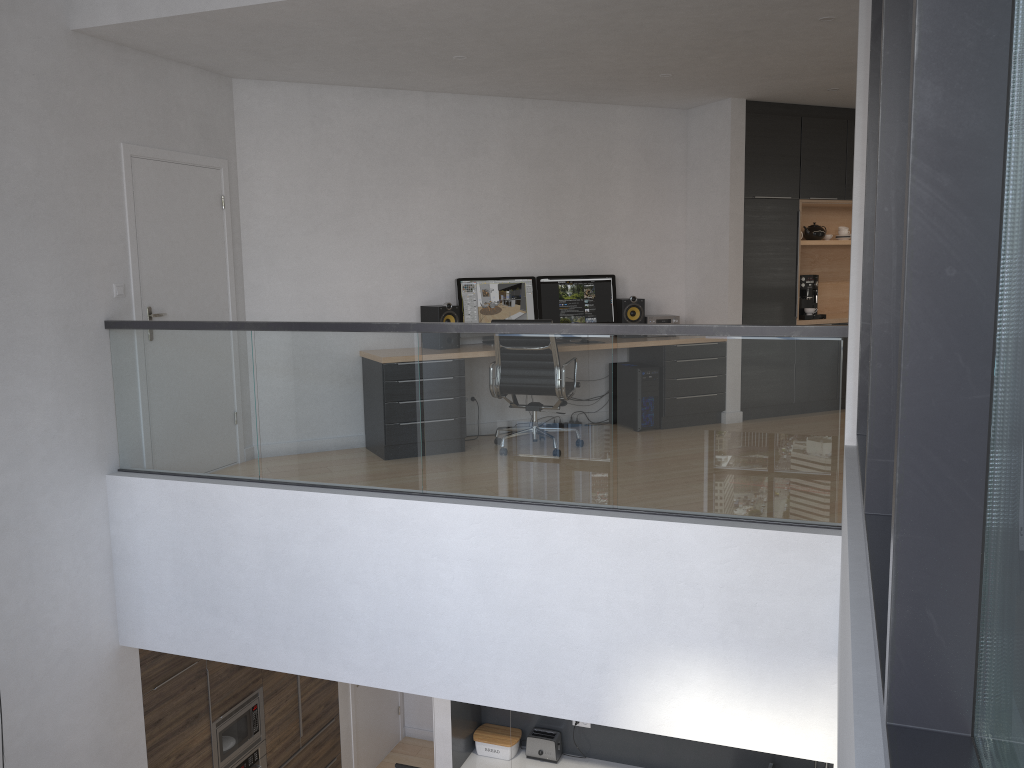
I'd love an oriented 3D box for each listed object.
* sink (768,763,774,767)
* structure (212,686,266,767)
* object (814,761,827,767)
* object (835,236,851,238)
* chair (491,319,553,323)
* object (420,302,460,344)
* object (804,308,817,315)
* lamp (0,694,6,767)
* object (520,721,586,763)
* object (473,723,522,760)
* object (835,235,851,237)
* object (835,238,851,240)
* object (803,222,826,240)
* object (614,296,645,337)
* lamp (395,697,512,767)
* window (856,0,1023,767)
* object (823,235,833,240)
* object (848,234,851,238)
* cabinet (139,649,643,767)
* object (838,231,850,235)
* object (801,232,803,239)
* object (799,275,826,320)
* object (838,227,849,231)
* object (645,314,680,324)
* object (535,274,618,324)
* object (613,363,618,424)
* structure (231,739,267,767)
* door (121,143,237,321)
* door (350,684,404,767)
[{"bbox_3d":[1.814,3.011,6.260,0.626,0.518,0.512,2,8,20],"label":"sink"},{"bbox_3d":[-2.202,2.535,6.548,0.459,0.430,0.595,2,8,20],"label":"structure"},{"bbox_3d":[2.298,2.705,6.326,0.320,0.389,0.069,2,8,21],"label":"object"},{"bbox_3d":[3.159,-1.393,8.460,0.145,0.025,0.145,-7,10,-38],"label":"object"},{"bbox_3d":[0.156,-0.006,6.651,0.664,0.991,0.699,3,9,26],"label":"chair"},{"bbox_3d":[-0.552,-0.455,6.857,0.198,0.354,0.249,-7,10,-39],"label":"object"},{"bbox_3d":[2.676,-0.651,7.973,0.095,0.057,0.099,-4,8,-22],"label":"object"},{"bbox_3d":[-1.208,0.394,2.031,1.000,4.513,1.000,2,8,22],"label":"lamp"},{"bbox_3d":[0.306,2.809,7.007,0.562,0.319,0.191,2,8,20],"label":"object"},{"bbox_3d":[-0.115,2.884,7.132,0.380,0.148,0.263,2,8,20],"label":"object"},{"bbox_3d":[3.157,-1.406,8.456,0.145,0.025,0.145,-7,10,-38],"label":"object"},{"bbox_3d":[3.158,-1.382,8.459,0.145,0.025,0.145,-7,10,-38],"label":"object"},{"bbox_3d":[2.849,-1.435,8.347,0.240,0.171,0.213,1,8,12],"label":"object"},{"bbox_3d":[1.005,-0.579,7.583,0.198,0.354,0.249,-2,8,-10],"label":"object"},{"bbox_3d":[-0.228,1.952,5.048,0.998,0.756,0.020,2,8,20],"label":"lamp"},{"bbox_3d":[0.657,-0.598,1.236,0.170,2.402,5.002,2,8,20],"label":"window"},{"bbox_3d":[3.020,-1.400,8.495,0.099,0.057,0.095,2,8,22],"label":"object"},{"bbox_3d":[3.309,-1.434,8.642,0.095,0.057,0.099,-5,9,-27],"label":"object"},{"bbox_3d":[0.230,2.723,5.841,4.694,2.501,2.402,2,8,20],"label":"cabinet"},{"bbox_3d":[3.158,-1.431,8.456,0.095,0.057,0.099,5,10,37],"label":"object"},{"bbox_3d":[2.538,-1.376,8.203,0.297,0.105,0.112,-4,8,-23],"label":"object"},{"bbox_3d":[2.745,-0.816,8.207,0.618,0.398,0.584,-4,8,-24],"label":"object"},{"bbox_3d":[3.156,-1.464,8.449,0.095,0.075,0.098,-3,8,-13],"label":"object"},{"bbox_3d":[1.267,-0.503,7.649,0.285,0.174,0.270,-2,8,-10],"label":"object"},{"bbox_3d":[0.534,-0.638,7.399,0.716,0.535,0.190,-4,8,-20],"label":"object"},{"bbox_3d":[1.035,0.101,7.489,0.215,0.527,0.474,-5,8,-25],"label":"object"},{"bbox_3d":[-2.177,3.031,6.609,0.495,0.570,0.595,2,8,20],"label":"structure"},{"bbox_3d":[-2.123,-0.430,5.831,0.085,2.136,0.974,2,8,20],"label":"door"},{"bbox_3d":[-1.287,2.597,8.395,0.085,2.136,0.974,2,8,20],"label":"door"}]
